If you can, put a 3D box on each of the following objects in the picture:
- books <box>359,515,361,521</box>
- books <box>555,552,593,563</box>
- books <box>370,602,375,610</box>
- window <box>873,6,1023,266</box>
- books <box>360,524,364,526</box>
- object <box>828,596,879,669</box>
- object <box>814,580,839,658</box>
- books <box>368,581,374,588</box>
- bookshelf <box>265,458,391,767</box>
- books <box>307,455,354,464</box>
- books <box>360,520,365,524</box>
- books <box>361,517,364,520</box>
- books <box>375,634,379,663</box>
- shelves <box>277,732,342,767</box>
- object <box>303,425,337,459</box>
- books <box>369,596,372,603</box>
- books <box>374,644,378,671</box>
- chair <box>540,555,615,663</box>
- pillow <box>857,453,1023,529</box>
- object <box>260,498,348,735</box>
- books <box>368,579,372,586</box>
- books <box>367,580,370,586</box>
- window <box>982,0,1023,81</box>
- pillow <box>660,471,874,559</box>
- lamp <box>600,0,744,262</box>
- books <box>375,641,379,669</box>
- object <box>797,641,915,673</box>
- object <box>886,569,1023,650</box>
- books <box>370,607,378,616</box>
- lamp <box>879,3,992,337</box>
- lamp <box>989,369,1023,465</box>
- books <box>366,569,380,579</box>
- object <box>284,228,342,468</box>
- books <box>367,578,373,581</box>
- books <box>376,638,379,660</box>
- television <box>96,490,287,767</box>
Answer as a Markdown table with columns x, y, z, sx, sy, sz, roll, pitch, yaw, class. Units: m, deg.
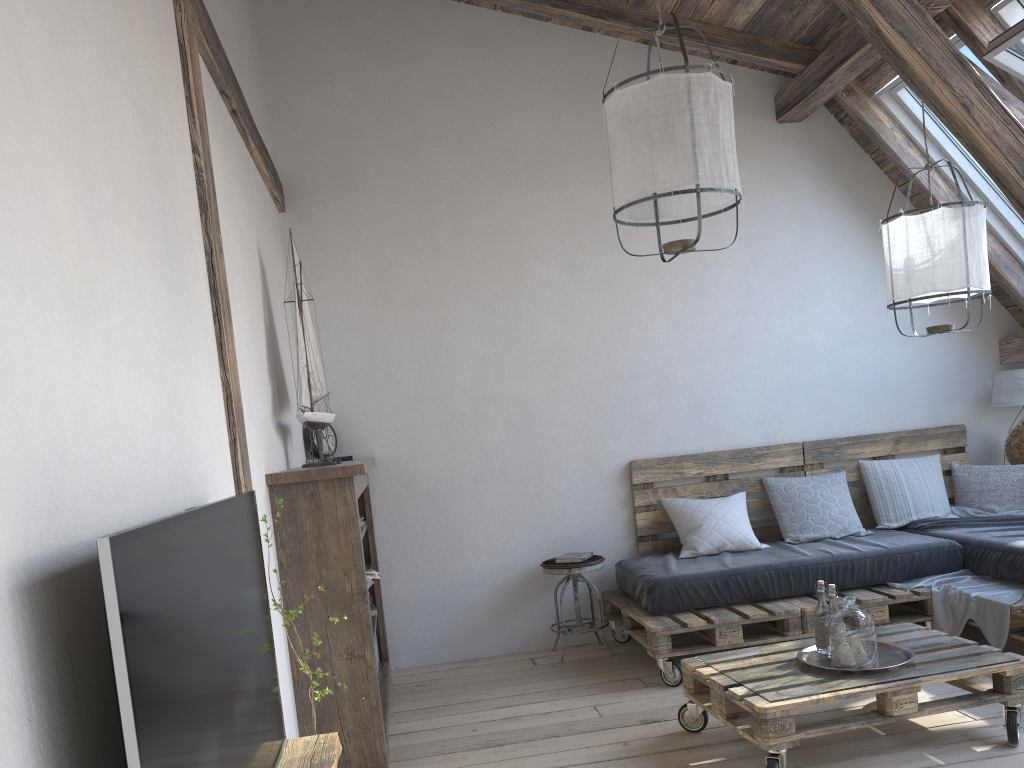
| x | y | z | sx | sy | sz | roll | pitch | yaw | class |
| --- | --- | --- | --- | --- | --- | --- | --- | --- | --- |
| -0.868 | 0.690 | 4.451 | 0.204 | 0.009 | 0.258 | -5 | -3 | -11 | books |
| 0.334 | 0.928 | 4.711 | 0.150 | 0.021 | 0.203 | -7 | -3 | 21 | books |
| -0.821 | 1.158 | 4.543 | 0.204 | 0.021 | 0.150 | -5 | -3 | -18 | books |
| 2.560 | -1.053 | 4.336 | 1.094 | 1.284 | 0.853 | -6 | 2 | -7 | window |
| -0.862 | 0.716 | 4.461 | 0.204 | 0.009 | 0.258 | -5 | -3 | -13 | books |
| 1.183 | 0.859 | 3.060 | 0.154 | 0.248 | 0.156 | -8 | 3 | -39 | object |
| 1.160 | 0.859 | 3.223 | 0.071 | 0.269 | 0.153 | -6 | 2 | -8 | object |
| -0.731 | 0.903 | 3.871 | 0.204 | 0.009 | 0.257 | -6 | -3 | 1 | books |
| -0.745 | 0.945 | 3.972 | 0.347 | 1.178 | 1.623 | -6 | -1 | -8 | bookshelf |
| -0.954 | 0.402 | 4.641 | 0.235 | 0.025 | 0.178 | -6 | -3 | -7 | books |
| -0.865 | 0.709 | 4.475 | 0.204 | 0.009 | 0.258 | -5 | -3 | -16 | books |
| -0.869 | 0.698 | 4.439 | 0.204 | 0.009 | 0.258 | -6 | -3 | -1 | books |
| -0.794 | 1.376 | 4.644 | 0.157 | 0.221 | 0.021 | -6 | 4 | -7 | books |
| -0.430 | 1.148 | 1.672 | 0.330 | 0.451 | 1.603 | -6 | -3 | -8 | shelves |
| -1.004 | 0.290 | 4.626 | 0.082 | 0.210 | 0.203 | -4 | 1 | 29 | object |
| -0.820 | 1.135 | 4.553 | 0.161 | 0.026 | 0.202 | -6 | -3 | 0 | books |
| -0.761 | 1.360 | 4.409 | 0.157 | 0.221 | 0.017 | -6 | 4 | -7 | books |
| 0.352 | 1.201 | 4.750 | 0.353 | 0.523 | 0.352 | -6 | 2 | -4 | chair |
| 2.481 | 0.583 | 4.999 | 0.969 | 0.401 | 0.384 | -6 | 0 | 9 | pillow |
| -0.605 | 0.882 | 2.612 | 0.274 | 1.126 | 0.515 | -7 | 3 | -21 | object |
| -0.733 | 0.895 | 3.879 | 0.204 | 0.009 | 0.258 | -6 | -3 | -3 | books |
| -0.734 | 0.887 | 3.893 | 0.204 | 0.009 | 0.258 | -6 | -3 | -6 | books |
| 2.726 | -1.121 | 3.431 | 1.347 | 1.284 | 0.853 | -6 | 2 | -7 | window |
| 1.402 | 0.702 | 4.832 | 1.127 | 0.357 | 0.350 | -6 | 0 | -7 | pillow |
| 0.477 | -0.953 | 2.762 | 0.409 | 1.089 | 0.396 | -4 | 4 | 34 | lamp |
| -0.776 | 1.367 | 4.519 | 0.157 | 0.221 | 0.017 | -6 | 4 | -7 | books |
| 1.227 | 0.976 | 3.149 | 0.396 | 0.022 | 0.393 | -7 | -3 | 12 | object |
| 2.186 | 1.047 | 4.129 | 0.502 | 0.278 | 0.711 | -5 | -2 | -23 | object |
| -0.813 | 1.184 | 4.552 | 0.218 | 0.030 | 0.162 | -5 | -3 | -14 | books |
| 1.739 | -0.968 | 3.680 | 0.401 | 1.526 | 0.403 | -4 | 4 | 34 | lamp |
| 2.908 | 0.573 | 5.249 | 0.387 | 1.291 | 0.823 | -7 | 2 | -22 | lamp |
| -0.736 | 0.842 | 3.912 | 0.220 | 0.088 | 0.262 | -5 | -3 | -28 | books |
| -0.870 | -0.141 | 3.798 | 0.140 | 0.997 | 0.787 | -6 | 1 | -3 | object |
| -0.744 | 0.877 | 3.858 | 0.205 | 0.009 | 0.257 | -6 | -3 | 9 | books |
| -0.796 | 1.378 | 4.672 | 0.157 | 0.222 | 0.036 | -6 | 4 | -7 | books |
| -0.532 | 0.574 | 1.616 | 0.206 | 0.708 | 1.103 | -6 | -1 | -8 | television |
